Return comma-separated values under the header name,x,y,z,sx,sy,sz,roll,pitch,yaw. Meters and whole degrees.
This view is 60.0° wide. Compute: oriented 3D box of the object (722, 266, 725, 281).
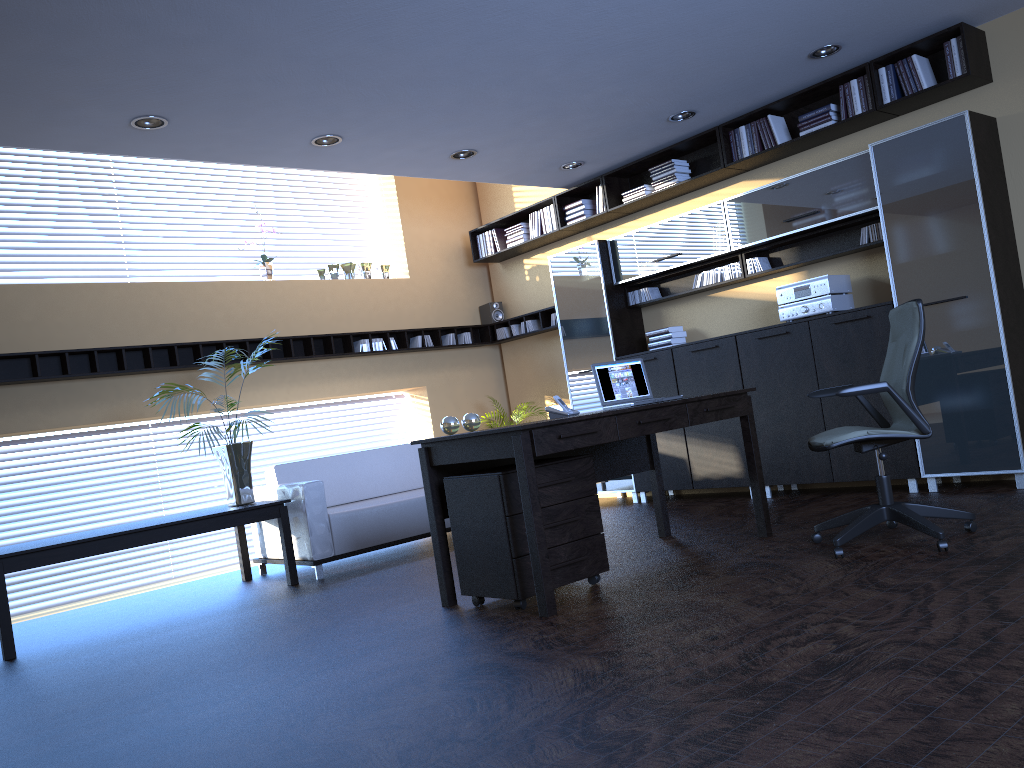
name,x,y,z,sx,sy,sz,roll,pitch,yaw
object,1.800,-0.918,7.378,0.142,0.120,0.009,-7,-1,-41

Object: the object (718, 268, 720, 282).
name,x,y,z,sx,sy,sz,roll,pitch,yaw
object,1.770,-0.912,7.412,0.140,0.116,0.036,-7,-2,-41

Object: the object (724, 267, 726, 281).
name,x,y,z,sx,sy,sz,roll,pitch,yaw
object,1.810,-0.920,7.373,0.142,0.120,0.009,-7,-1,-41

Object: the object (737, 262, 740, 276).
name,x,y,z,sx,sy,sz,roll,pitch,yaw
object,1.901,-0.938,7.267,0.142,0.120,0.009,-7,-1,-41

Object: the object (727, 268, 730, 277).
name,x,y,z,sx,sy,sz,roll,pitch,yaw
object,1.833,-0.925,7.340,0.142,0.120,0.009,-7,-1,-41

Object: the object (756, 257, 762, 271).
name,x,y,z,sx,sy,sz,roll,pitch,yaw
object,2.019,-0.961,7.130,0.142,0.120,0.030,-7,-1,-41

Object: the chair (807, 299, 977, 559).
name,x,y,z,sx,sy,sz,roll,pitch,yaw
chair,1.903,0.208,4.570,0.769,1.215,0.832,-9,-1,6

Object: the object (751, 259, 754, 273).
name,x,y,z,sx,sy,sz,roll,pitch,yaw
object,1.983,-0.955,7.167,0.140,0.118,0.006,-7,-1,-41

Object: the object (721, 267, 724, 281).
name,x,y,z,sx,sy,sz,roll,pitch,yaw
object,1.795,-0.917,7.386,0.142,0.120,0.009,-7,-1,-41

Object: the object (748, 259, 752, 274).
name,x,y,z,sx,sy,sz,roll,pitch,yaw
object,1.967,-0.952,7.180,0.142,0.120,0.009,-7,-1,-41

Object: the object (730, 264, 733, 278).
name,x,y,z,sx,sy,sz,roll,pitch,yaw
object,1.859,-0.930,7.322,0.142,0.120,0.009,-7,-1,-41

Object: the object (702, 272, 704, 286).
name,x,y,z,sx,sy,sz,roll,pitch,yaw
object,1.666,-0.892,7.535,0.142,0.118,0.040,-7,-2,-41

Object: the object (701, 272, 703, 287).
name,x,y,z,sx,sy,sz,roll,pitch,yaw
object,1.660,-0.890,7.543,0.142,0.118,0.040,-7,-2,-41

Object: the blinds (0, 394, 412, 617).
name,x,y,z,sx,sy,sz,roll,pitch,yaw
blinds,-3.064,1.022,7.708,5.382,1.367,0.047,-7,-2,-41

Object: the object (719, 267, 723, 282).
name,x,y,z,sx,sy,sz,roll,pitch,yaw
object,1.778,-0.914,7.407,0.142,0.118,0.040,-7,-2,-41

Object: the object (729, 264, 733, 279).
name,x,y,z,sx,sy,sz,roll,pitch,yaw
object,1.844,-0.927,7.323,0.142,0.120,0.009,-7,-1,-41

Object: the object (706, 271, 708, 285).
name,x,y,z,sx,sy,sz,roll,pitch,yaw
object,1.691,-0.897,7.504,0.142,0.118,0.040,-7,-2,-41

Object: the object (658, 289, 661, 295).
name,x,y,z,sx,sy,sz,roll,pitch,yaw
object,1.288,-0.815,7.988,0.140,0.116,0.036,-7,-2,-41

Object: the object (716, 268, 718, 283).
name,x,y,z,sx,sy,sz,roll,pitch,yaw
object,1.761,-0.910,7.431,0.142,0.118,0.040,-7,-2,-41

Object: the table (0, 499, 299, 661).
name,x,y,z,sx,sy,sz,roll,pitch,yaw
table,-2.522,1.257,6.002,1.891,0.603,0.899,-7,-2,-41

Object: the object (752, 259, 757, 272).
name,x,y,z,sx,sy,sz,roll,pitch,yaw
object,1.998,-0.957,7.153,0.140,0.117,0.026,-7,-1,-41

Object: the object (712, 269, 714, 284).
name,x,y,z,sx,sy,sz,roll,pitch,yaw
object,1.729,-0.904,7.457,0.142,0.118,0.040,-7,-2,-41

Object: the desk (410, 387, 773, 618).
name,x,y,z,sx,sy,sz,roll,pitch,yaw
desk,0.530,0.602,4.993,1.891,0.890,0.916,-7,-2,-41

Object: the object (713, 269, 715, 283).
name,x,y,z,sx,sy,sz,roll,pitch,yaw
object,1.737,-0.906,7.450,0.140,0.116,0.036,-7,-2,-41

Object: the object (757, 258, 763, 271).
name,x,y,z,sx,sy,sz,roll,pitch,yaw
object,2.028,-0.962,7.117,0.140,0.116,0.036,-7,-2,-41

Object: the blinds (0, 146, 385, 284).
name,x,y,z,sx,sy,sz,roll,pitch,yaw
blinds,-3.458,-1.524,7.739,5.382,1.460,0.039,-7,-2,-41

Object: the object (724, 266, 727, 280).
name,x,y,z,sx,sy,sz,roll,pitch,yaw
object,1.818,-0.922,7.366,0.140,0.118,0.006,-7,-1,-41

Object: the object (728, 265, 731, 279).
name,x,y,z,sx,sy,sz,roll,pitch,yaw
object,1.842,-0.927,7.335,0.142,0.120,0.009,-7,-1,-41

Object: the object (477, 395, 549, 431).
name,x,y,z,sx,sy,sz,roll,pitch,yaw
object,0.050,0.664,9.090,0.840,1.240,0.690,-9,-1,-7

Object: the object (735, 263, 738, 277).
name,x,y,z,sx,sy,sz,roll,pitch,yaw
object,1.885,-0.935,7.279,0.142,0.120,0.009,-7,-1,-41

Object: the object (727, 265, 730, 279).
name,x,y,z,sx,sy,sz,roll,pitch,yaw
object,1.831,-0.925,7.338,0.140,0.118,0.006,-7,-1,-41

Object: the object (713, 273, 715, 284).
name,x,y,z,sx,sy,sz,roll,pitch,yaw
object,1.740,-0.906,7.454,0.142,0.118,0.040,-7,-2,-41

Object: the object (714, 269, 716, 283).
name,x,y,z,sx,sy,sz,roll,pitch,yaw
object,1.750,-0.908,7.448,0.142,0.118,0.040,-7,-2,-41

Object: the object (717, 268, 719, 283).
name,x,y,z,sx,sy,sz,roll,pitch,yaw
object,1.766,-0.911,7.423,0.142,0.118,0.040,-7,-2,-41

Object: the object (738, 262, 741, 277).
name,x,y,z,sx,sy,sz,roll,pitch,yaw
object,1.902,-0.939,7.254,0.142,0.120,0.009,-7,-1,-41

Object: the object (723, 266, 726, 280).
name,x,y,z,sx,sy,sz,roll,pitch,yaw
object,1.808,-0.920,7.370,0.140,0.118,0.006,-7,-1,-41

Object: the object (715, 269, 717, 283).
name,x,y,z,sx,sy,sz,roll,pitch,yaw
object,1.751,-0.909,7.436,0.142,0.118,0.040,-7,-2,-41

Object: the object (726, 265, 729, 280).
name,x,y,z,sx,sy,sz,roll,pitch,yaw
object,1.824,-0.923,7.346,0.142,0.120,0.009,-7,-1,-41

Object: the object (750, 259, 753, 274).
name,x,y,z,sx,sy,sz,roll,pitch,yaw
object,1.977,-0.954,7.175,0.142,0.120,0.009,-7,-1,-41

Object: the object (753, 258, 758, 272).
name,x,y,z,sx,sy,sz,roll,pitch,yaw
object,2.003,-0.958,7.143,0.142,0.120,0.030,-7,-1,-41

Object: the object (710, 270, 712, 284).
name,x,y,z,sx,sy,sz,roll,pitch,yaw
object,1.717,-0.902,7.473,0.140,0.116,0.036,-7,-2,-41

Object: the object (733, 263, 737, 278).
name,x,y,z,sx,sy,sz,roll,pitch,yaw
object,1.876,-0.933,7.298,0.142,0.120,0.009,-7,-1,-41

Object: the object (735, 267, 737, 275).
name,x,y,z,sx,sy,sz,roll,pitch,yaw
object,1.883,-0.935,7.290,0.140,0.118,0.006,-7,-1,-41

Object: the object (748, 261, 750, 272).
name,x,y,z,sx,sy,sz,roll,pitch,yaw
object,1.962,-0.951,7.188,0.140,0.118,0.006,-7,-1,-41

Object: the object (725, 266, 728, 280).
name,x,y,z,sx,sy,sz,roll,pitch,yaw
object,1.821,-0.923,7.355,0.140,0.118,0.006,-7,-1,-41

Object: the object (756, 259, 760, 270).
name,x,y,z,sx,sy,sz,roll,pitch,yaw
object,2.017,-0.961,7.128,0.140,0.117,0.026,-7,-1,-41

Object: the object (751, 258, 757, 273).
name,x,y,z,sx,sy,sz,roll,pitch,yaw
object,1.983,-0.955,7.168,0.142,0.120,0.009,-7,-1,-41

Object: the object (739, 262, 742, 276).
name,x,y,z,sx,sy,sz,roll,pitch,yaw
object,1.910,-0.941,7.248,0.142,0.120,0.009,-7,-1,-41

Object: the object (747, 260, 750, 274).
name,x,y,z,sx,sy,sz,roll,pitch,yaw
object,1.956,-0.950,7.197,0.142,0.120,0.009,-7,-1,-41

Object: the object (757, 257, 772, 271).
name,x,y,z,sx,sy,sz,roll,pitch,yaw
object,2.029,-0.962,7.119,0.142,0.118,0.040,-7,-2,-41

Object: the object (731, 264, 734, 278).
name,x,y,z,sx,sy,sz,roll,pitch,yaw
object,1.858,-0.930,7.309,0.142,0.120,0.009,-7,-1,-41

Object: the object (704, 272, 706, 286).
name,x,y,z,sx,sy,sz,roll,pitch,yaw
object,1.680,-0.894,7.520,0.140,0.116,0.036,-7,-2,-41

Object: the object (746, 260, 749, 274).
name,x,y,z,sx,sy,sz,roll,pitch,yaw
object,1.953,-0.949,7.194,0.140,0.118,0.006,-7,-1,-41

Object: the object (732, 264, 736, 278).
name,x,y,z,sx,sy,sz,roll,pitch,yaw
object,1.866,-0.932,7.302,0.142,0.120,0.009,-7,-1,-41

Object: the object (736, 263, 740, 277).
name,x,y,z,sx,sy,sz,roll,pitch,yaw
object,1.891,-0.937,7.271,0.142,0.120,0.009,-7,-1,-41

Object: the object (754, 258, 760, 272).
name,x,y,z,sx,sy,sz,roll,pitch,yaw
object,2.010,-0.960,7.136,0.142,0.120,0.030,-7,-1,-41

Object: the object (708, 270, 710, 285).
name,x,y,z,sx,sy,sz,roll,pitch,yaw
object,1.707,-0.900,7.491,0.142,0.118,0.040,-7,-2,-41

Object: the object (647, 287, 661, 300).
name,x,y,z,sx,sy,sz,roll,pitch,yaw
object,1.283,-0.814,7.984,0.142,0.118,0.040,-7,-2,-41

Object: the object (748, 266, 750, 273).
name,x,y,z,sx,sy,sz,roll,pitch,yaw
object,1.963,-0.951,7.190,0.142,0.120,0.009,-7,-1,-41

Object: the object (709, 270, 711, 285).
name,x,y,z,sx,sy,sz,roll,pitch,yaw
object,1.715,-0.901,7.485,0.142,0.118,0.040,-7,-2,-41
